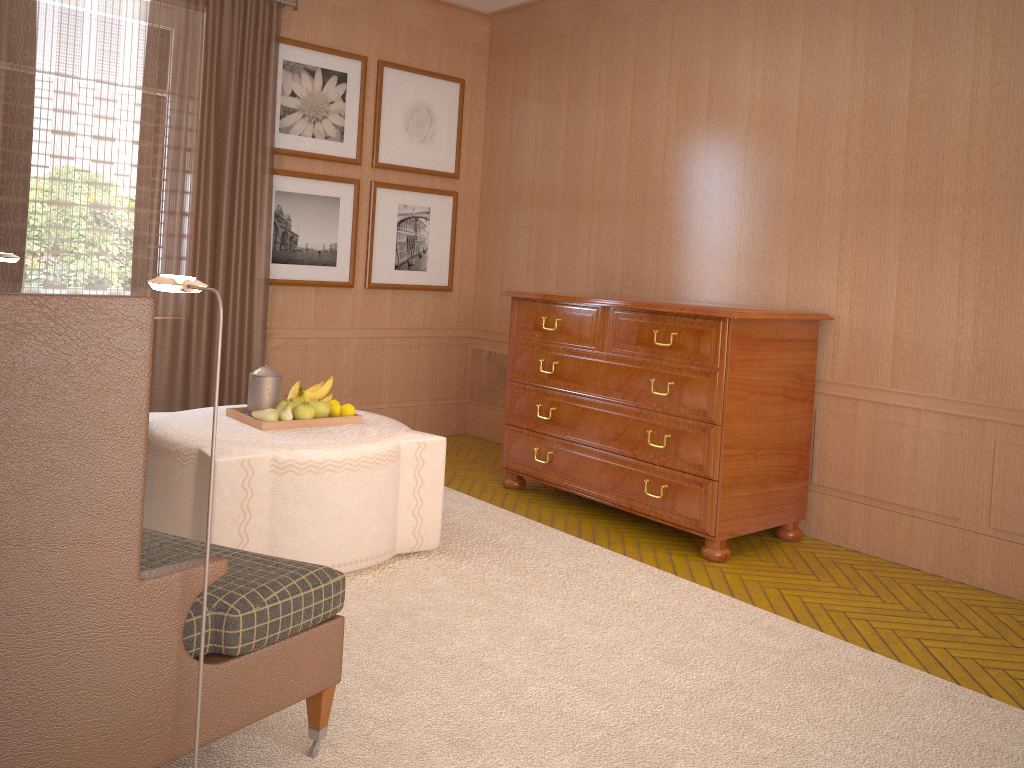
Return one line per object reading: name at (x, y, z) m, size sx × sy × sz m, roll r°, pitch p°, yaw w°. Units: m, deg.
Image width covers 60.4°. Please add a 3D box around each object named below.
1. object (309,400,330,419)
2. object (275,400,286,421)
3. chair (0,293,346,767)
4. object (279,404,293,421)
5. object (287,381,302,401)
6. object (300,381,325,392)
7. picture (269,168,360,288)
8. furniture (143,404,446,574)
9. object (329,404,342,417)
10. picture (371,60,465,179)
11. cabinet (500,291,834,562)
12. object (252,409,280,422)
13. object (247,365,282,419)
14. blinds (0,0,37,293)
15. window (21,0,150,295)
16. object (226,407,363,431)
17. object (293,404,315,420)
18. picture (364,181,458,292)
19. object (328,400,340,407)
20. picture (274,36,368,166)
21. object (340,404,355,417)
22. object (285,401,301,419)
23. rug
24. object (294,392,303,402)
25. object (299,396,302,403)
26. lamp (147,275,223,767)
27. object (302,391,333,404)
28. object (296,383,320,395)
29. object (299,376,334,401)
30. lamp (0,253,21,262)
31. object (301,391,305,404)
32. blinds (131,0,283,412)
object at (-1.448, 0.199, 6.597) m, size 0.169 × 0.147 × 0.173 m, roll 4°, pitch 5°, yaw 6°
object at (-1.695, 0.210, 6.420) m, size 0.130 × 0.197 × 0.130 m, roll 3°, pitch 3°, yaw -5°
chair at (-1.919, 0.589, 3.451) m, size 1.916 × 1.970 × 1.724 m, roll 5°, pitch 4°, yaw 24°
object at (-1.622, 0.212, 6.327) m, size 0.098 × 0.148 × 0.098 m, roll 3°, pitch 3°, yaw -5°
object at (-1.686, 0.077, 6.810) m, size 0.104 × 0.158 × 0.379 m, roll 3°, pitch 6°, yaw -17°
object at (-1.569, 0.080, 6.842) m, size 0.065 × 0.171 × 0.378 m, roll 4°, pitch 6°, yaw 16°
picture at (-2.261, -1.703, 9.716) m, size 1.248 × 1.247 × 0.048 m, roll 0°, pitch 3°, yaw -41°
furniture at (-1.732, 0.722, 6.594) m, size 1.949 × 0.897 × 1.965 m, roll -2°, pitch 9°, yaw -43°
object at (-1.340, 0.210, 6.734) m, size 0.111 × 0.110 × 0.135 m, roll 0°, pitch 6°, yaw -38°
picture at (-1.107, -3.161, 10.614) m, size 1.248 × 1.247 × 0.048 m, roll 0°, pitch 3°, yaw -41°
cabinet at (1.256, 0.209, 8.087) m, size 1.414 × 1.938 × 2.787 m, roll 1°, pitch 6°, yaw -40°
object at (-1.750, 0.240, 6.262) m, size 0.194 × 0.128 × 0.134 m, roll 1°, pitch 5°, yaw -21°
object at (-1.843, 0.051, 6.560) m, size 0.235 × 0.392 × 0.235 m, roll 4°, pitch 2°, yaw 16°
blinds at (-4.853, -1.502, 7.369) m, size 1.424 × 4.793 × 0.267 m, roll 3°, pitch 1°, yaw -39°
window at (-4.263, -2.289, 8.528) m, size 2.430 × 3.373 × 0.851 m, roll 1°, pitch 2°, yaw -41°
object at (-1.642, 0.240, 6.644) m, size 0.800 × 0.059 × 0.644 m, roll -3°, pitch 10°, yaw -40°
object at (-1.523, 0.218, 6.452) m, size 0.155 × 0.134 × 0.160 m, roll 0°, pitch 6°, yaw -36°
picture at (-1.192, -1.758, 10.627) m, size 1.248 × 1.247 × 0.048 m, roll 0°, pitch 3°, yaw -41°
object at (-1.399, 0.187, 6.878) m, size 0.114 × 0.133 × 0.108 m, roll 4°, pitch 3°, yaw 6°
picture at (-2.176, -3.106, 9.703) m, size 1.248 × 1.247 × 0.048 m, roll 0°, pitch 3°, yaw -41°
object at (-1.251, 0.215, 6.697) m, size 0.114 × 0.133 × 0.108 m, roll 4°, pitch 3°, yaw 6°
object at (-1.645, 0.195, 6.572) m, size 0.155 × 0.134 × 0.160 m, roll 0°, pitch 6°, yaw -36°
rug at (-1.580, 1.406, 4.989) m, size 5.993 × 0.020 × 8.019 m, roll -3°, pitch 10°, yaw -40°
object at (-1.702, 0.129, 6.803) m, size 0.071 × 0.185 × 0.395 m, roll 3°, pitch 6°, yaw -27°
object at (-1.646, 0.129, 6.833) m, size 0.061 × 0.181 × 0.397 m, roll 3°, pitch 6°, yaw -12°
lamp at (-1.319, 0.606, 3.380) m, size 0.631 × 2.029 × 0.563 m, roll 4°, pitch 1°, yaw 20°
object at (-1.494, 0.119, 6.824) m, size 0.073 × 0.172 × 0.398 m, roll 4°, pitch 6°, yaw 25°
object at (-1.604, 0.057, 6.874) m, size 0.091 × 0.128 × 0.411 m, roll 4°, pitch 7°, yaw 8°
object at (-1.499, 0.040, 6.831) m, size 0.071 × 0.168 × 0.405 m, roll 4°, pitch 6°, yaw 26°
lamp at (-4.003, -0.003, 6.789) m, size 0.630 × 2.024 × 0.564 m, roll 4°, pitch 1°, yaw 11°
object at (-1.550, 0.128, 6.835) m, size 0.062 × 0.199 × 0.387 m, roll 4°, pitch 6°, yaw 14°
blinds at (-3.087, -1.598, 8.876) m, size 1.443 × 4.783 × 0.268 m, roll 2°, pitch 1°, yaw -42°
